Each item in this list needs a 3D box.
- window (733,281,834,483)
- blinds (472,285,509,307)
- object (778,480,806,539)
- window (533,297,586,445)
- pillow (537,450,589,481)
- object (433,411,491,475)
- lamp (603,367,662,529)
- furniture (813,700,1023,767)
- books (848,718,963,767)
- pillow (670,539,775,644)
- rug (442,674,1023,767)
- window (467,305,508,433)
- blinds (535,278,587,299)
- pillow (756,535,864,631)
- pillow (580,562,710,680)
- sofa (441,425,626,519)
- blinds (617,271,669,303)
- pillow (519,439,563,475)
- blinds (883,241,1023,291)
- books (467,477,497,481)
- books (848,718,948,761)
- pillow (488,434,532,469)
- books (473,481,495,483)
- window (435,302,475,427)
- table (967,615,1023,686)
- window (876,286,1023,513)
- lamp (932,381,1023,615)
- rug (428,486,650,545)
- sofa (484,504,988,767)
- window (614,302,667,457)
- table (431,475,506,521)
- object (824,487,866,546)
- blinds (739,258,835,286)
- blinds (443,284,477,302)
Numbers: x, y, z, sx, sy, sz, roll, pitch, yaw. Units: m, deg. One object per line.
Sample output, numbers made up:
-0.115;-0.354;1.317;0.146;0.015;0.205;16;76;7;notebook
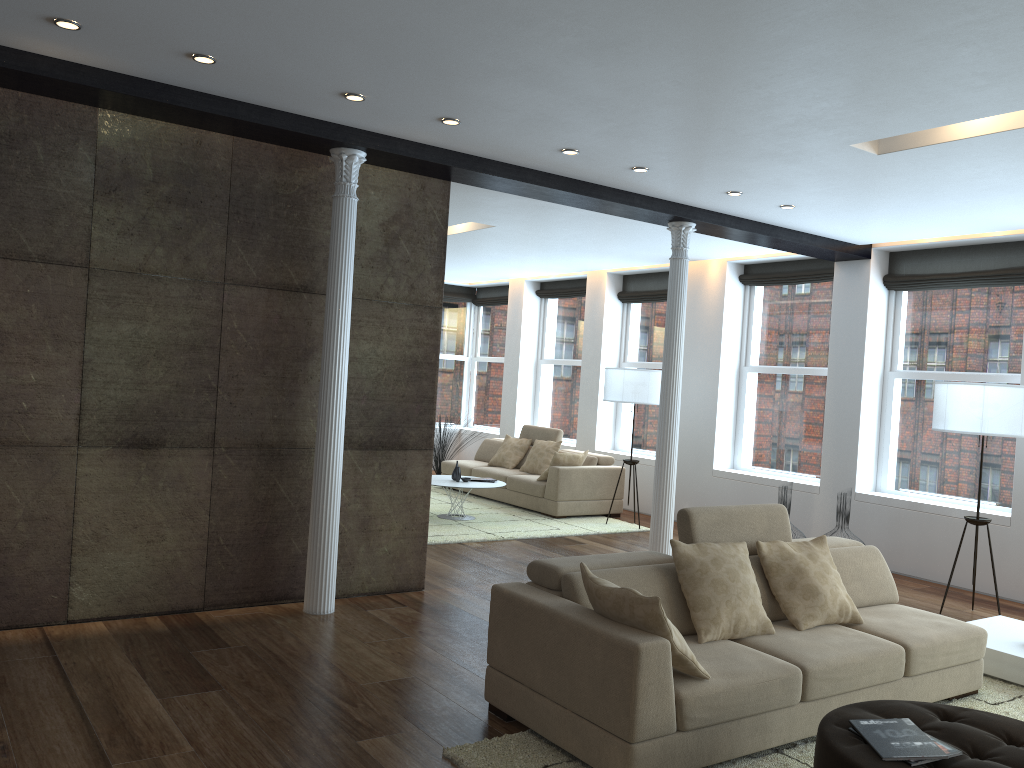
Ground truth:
2.995;-0.121;9.515;0.123;2.400;1.391;3;0;-35;window
-0.214;-1.412;14.137;0.156;0.327;1.377;3;0;-35;blinds
2.487;1.268;8.132;0.458;0.781;0.458;3;0;-36;object
0.800;-0.286;12.689;0.123;2.400;1.444;3;0;-35;window
0.588;0.938;10.185;0.518;0.393;0.395;3;0;-38;pillow
-1.011;0.875;12.516;1.125;1.014;1.119;4;1;42;object
1.311;0.702;9.693;0.698;1.728;0.698;4;0;-11;lamp
1.601;1.438;3.071;1.057;0.355;1.057;3;0;-33;furniture
1.365;1.245;3.091;0.219;0.031;0.300;4;0;-20;books
1.021;0.984;4.291;0.534;0.439;0.301;4;0;-31;pillow
2.299;1.667;3.593;4.231;0.020;2.972;3;0;-35;rug
1.285;0.286;22.755;34.761;17.917;13.698;3;0;-35;window
0.820;-1.360;12.644;0.156;0.275;1.442;3;0;-35;blinds
1.540;1.026;4.636;0.519;0.416;0.368;4;0;-30;pillow
0.532;0.978;3.662;0.395;0.393;0.518;4;0;-31;pillow
0.189;1.013;11.148;1.018;0.950;2.581;3;0;-35;sofa
1.835;-1.225;11.172;0.156;0.393;1.342;3;0;-35;blinds
0.352;0.895;10.945;0.301;0.439;0.534;3;0;-38;pillow
4.027;-1.059;7.975;0.183;0.395;1.431;3;0;-35;blinds
-0.336;1.037;9.655;0.300;0.010;0.220;4;0;-20;books
1.339;1.235;3.090;0.220;0.040;0.301;4;0;0;books
-0.014;0.878;11.451;0.368;0.416;0.519;3;0;-39;pillow
-0.336;1.047;9.630;0.300;0.010;0.220;4;0;0;books
-1.293;-0.434;14.385;1.474;2.400;0.123;3;0;-35;window
3.119;1.615;5.255;0.900;0.170;0.900;3;0;-35;table
4.025;-0.044;8.026;0.123;2.400;1.432;3;0;-35;window
3.464;0.865;6.579;0.698;1.728;0.698;4;0;-11;lamp
-0.890;1.413;10.445;2.972;0.020;4.231;3;0;-35;rug
1.229;1.126;4.425;2.581;0.950;1.021;3;0;-35;sofa
1.820;-0.209;11.214;0.123;2.400;1.345;3;0;-35;window
-0.584;1.234;9.486;1.022;0.393;1.022;4;0;10;table
2.930;1.299;7.873;0.458;0.781;0.458;3;0;-36;object
3.014;-1.196;9.473;0.156;0.275;1.396;3;0;-35;blinds
-1.187;-1.484;14.299;1.442;0.312;0.155;3;0;-35;blinds
